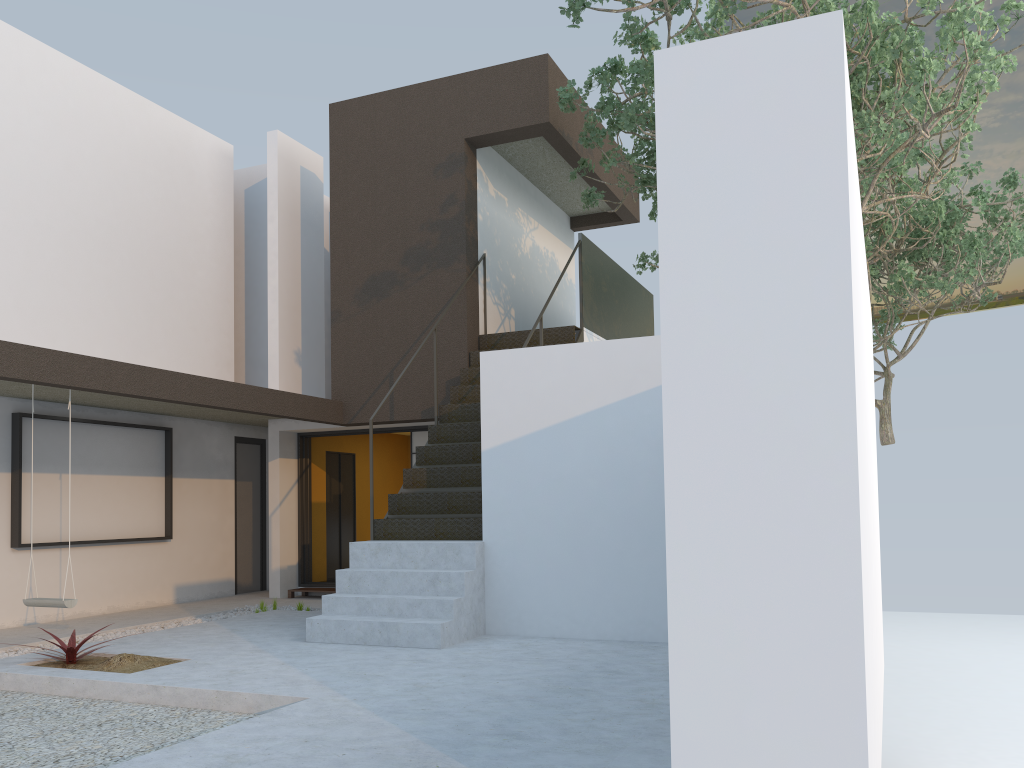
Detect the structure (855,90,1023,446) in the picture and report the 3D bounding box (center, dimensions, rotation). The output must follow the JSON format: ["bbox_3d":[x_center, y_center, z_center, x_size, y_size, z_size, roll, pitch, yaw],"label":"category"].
[{"bbox_3d":[5.705,-1.380,13.933,5.509,4.679,7.352,-1,-6,3],"label":"structure"}]

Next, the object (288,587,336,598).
[{"bbox_3d":[-2.324,2.541,10.713,0.704,0.100,0.352,-4,-8,23],"label":"object"}]

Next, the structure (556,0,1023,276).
[{"bbox_3d":[2.584,-2.010,8.102,4.335,3.682,5.785,-1,-6,3],"label":"structure"}]

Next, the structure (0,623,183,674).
[{"bbox_3d":[-2.825,1.822,5.997,1.205,0.290,0.751,-4,-8,23],"label":"structure"}]

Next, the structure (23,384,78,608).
[{"bbox_3d":[-3.704,0.854,7.089,0.462,1.859,0.129,-2,-3,23],"label":"structure"}]

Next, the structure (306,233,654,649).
[{"bbox_3d":[0.213,0.355,9.587,1.160,3.925,6.584,-2,-6,23],"label":"structure"}]
